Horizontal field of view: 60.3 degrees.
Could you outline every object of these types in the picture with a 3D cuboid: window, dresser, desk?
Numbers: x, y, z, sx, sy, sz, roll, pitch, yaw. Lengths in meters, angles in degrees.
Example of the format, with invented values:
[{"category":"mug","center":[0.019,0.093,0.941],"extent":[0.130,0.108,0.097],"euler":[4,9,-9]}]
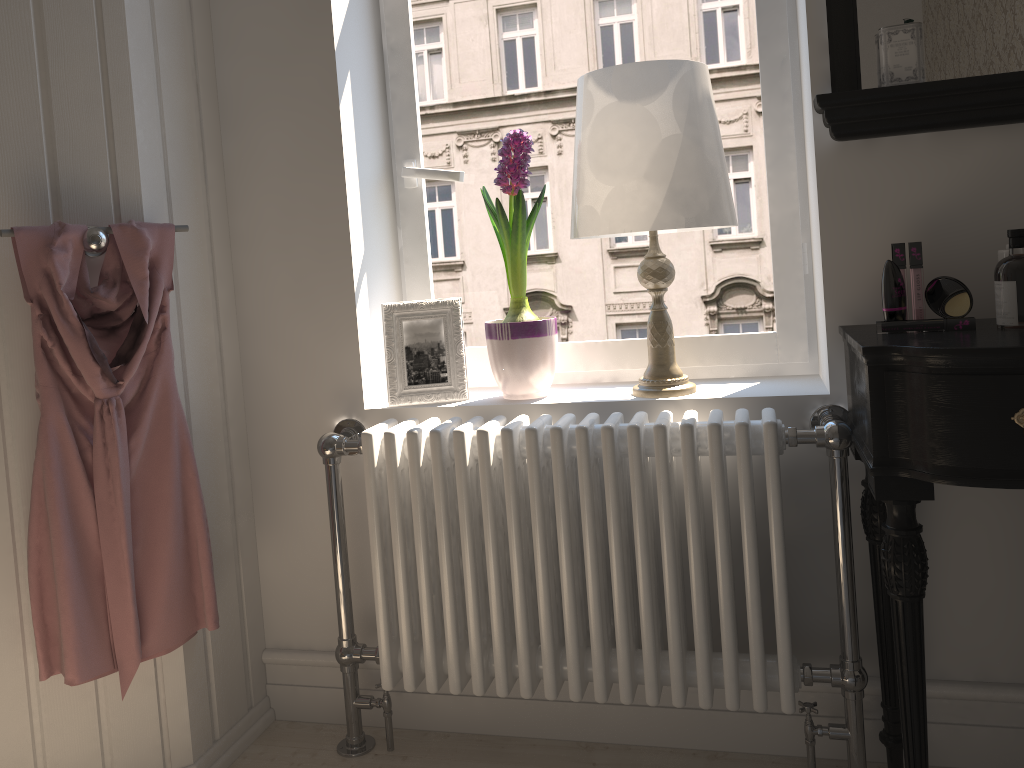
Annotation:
[{"category":"window","center":[0.136,-0.885,1.983],"extent":[0.947,1.776,0.111],"euler":[-3,2,15]},{"category":"dresser","center":[-1.181,-0.458,1.748],"extent":[1.023,2.573,0.706],"euler":[-4,3,15]},{"category":"desk","center":[1.114,0.313,1.304],"extent":[1.103,0.820,0.439],"euler":[-3,4,15]}]

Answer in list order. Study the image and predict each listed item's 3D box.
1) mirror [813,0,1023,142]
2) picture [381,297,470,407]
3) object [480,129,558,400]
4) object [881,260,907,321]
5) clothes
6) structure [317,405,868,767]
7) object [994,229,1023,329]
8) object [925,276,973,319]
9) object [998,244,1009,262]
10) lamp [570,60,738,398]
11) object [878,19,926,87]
[{"category":"mirror","center":[1.071,-0.744,1.447],"extent":[1.116,0.570,0.067],"euler":[-3,3,15]},{"category":"picture","center":[-0.189,-0.070,1.926],"extent":[0.176,0.225,0.050],"euler":[-5,2,-5]},{"category":"object","center":[0.009,-0.260,1.907],"extent":[0.156,0.575,0.157],"euler":[-4,2,1]},{"category":"object","center":[0.657,-0.155,1.518],"extent":[0.055,0.120,0.031],"euler":[-7,3,-36]},{"category":"clothes","center":[-0.729,0.133,1.634],"extent":[0.092,0.873,0.331],"euler":[-2,3,45]},{"category":"structure","center":[0.126,0.405,1.716],"extent":[1.066,0.680,0.167],"euler":[-3,3,15]},{"category":"object","center":[0.808,-0.168,1.406],"extent":[0.070,0.157,0.071],"euler":[-4,3,10]},{"category":"object","center":[0.722,-0.138,1.485],"extent":[0.083,0.085,0.080],"euler":[-8,6,-34]},{"category":"object","center":[0.855,-0.170,1.490],"extent":[0.058,0.133,0.057],"euler":[-6,3,-24]},{"category":"lamp","center":[0.289,-0.305,1.809],"extent":[0.338,0.650,0.343],"euler":[-3,4,27]},{"category":"object","center":[0.690,-0.584,1.562],"extent":[0.072,0.121,0.037],"euler":[-3,3,20]}]
